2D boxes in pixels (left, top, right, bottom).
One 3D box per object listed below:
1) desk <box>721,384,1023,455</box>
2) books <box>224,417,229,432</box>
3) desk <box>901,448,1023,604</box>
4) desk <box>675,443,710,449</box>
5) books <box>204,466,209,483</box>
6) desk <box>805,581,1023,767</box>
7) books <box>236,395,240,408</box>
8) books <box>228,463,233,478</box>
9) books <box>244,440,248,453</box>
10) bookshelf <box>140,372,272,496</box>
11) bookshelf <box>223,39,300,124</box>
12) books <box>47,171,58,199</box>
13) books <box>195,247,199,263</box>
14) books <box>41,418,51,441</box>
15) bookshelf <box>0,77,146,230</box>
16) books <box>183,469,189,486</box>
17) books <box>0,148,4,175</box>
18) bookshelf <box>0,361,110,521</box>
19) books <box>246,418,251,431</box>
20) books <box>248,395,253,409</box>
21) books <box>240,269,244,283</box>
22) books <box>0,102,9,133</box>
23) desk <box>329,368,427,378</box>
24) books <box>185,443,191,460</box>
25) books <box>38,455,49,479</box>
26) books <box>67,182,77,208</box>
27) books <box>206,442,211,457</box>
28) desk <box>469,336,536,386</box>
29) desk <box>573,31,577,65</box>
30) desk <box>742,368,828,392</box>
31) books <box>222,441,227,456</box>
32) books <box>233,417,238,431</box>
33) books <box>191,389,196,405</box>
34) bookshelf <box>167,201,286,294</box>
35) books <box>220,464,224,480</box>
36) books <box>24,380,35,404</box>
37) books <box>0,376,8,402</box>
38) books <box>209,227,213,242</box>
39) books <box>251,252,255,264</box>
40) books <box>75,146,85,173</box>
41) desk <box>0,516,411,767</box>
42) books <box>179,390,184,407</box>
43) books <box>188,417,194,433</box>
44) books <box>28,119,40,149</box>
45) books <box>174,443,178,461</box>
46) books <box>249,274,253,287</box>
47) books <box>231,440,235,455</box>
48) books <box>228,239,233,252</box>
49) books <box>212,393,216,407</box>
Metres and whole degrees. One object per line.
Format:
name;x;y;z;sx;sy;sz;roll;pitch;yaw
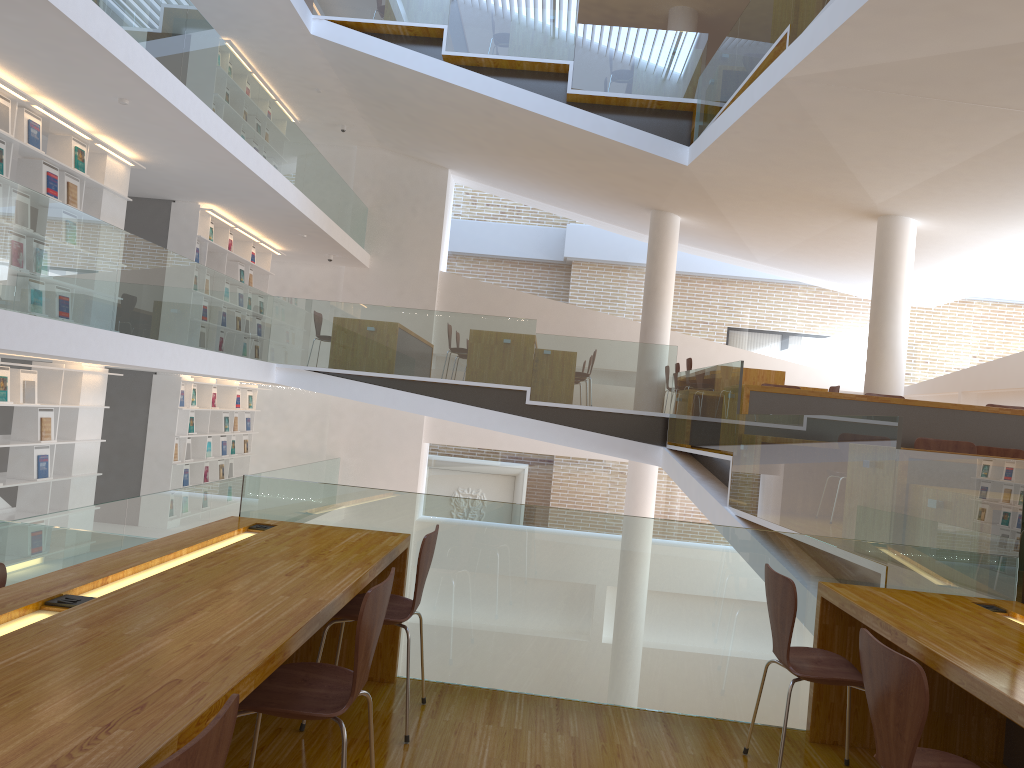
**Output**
desk;3.495;0.663;7.434;3.216;1.022;1.248;5;-2;2
books;-3.945;0.558;12.262;0.037;0.210;0.145;5;-2;2
desk;3.576;0.866;4.449;3.243;0.785;1.527;5;-2;2
desk;3.509;0.525;9.473;3.356;0.606;0.760;5;-2;2
books;-4.030;1.192;11.682;0.037;0.210;0.145;5;-2;2
desk;1.477;1.043;1.834;0.760;0.606;3.185;5;-2;2
books;-3.902;0.258;12.623;0.037;0.210;0.145;5;-2;2
books;-3.991;1.229;12.575;0.037;0.210;0.145;5;-2;2
books;-3.939;0.932;13.140;0.037;0.210;0.145;5;-2;2
bookshelf;-4.021;0.852;11.938;0.498;1.836;2.984;5;-2;2
bookshelf;-3.635;-3.235;12.077;0.498;1.836;2.984;5;-2;2
books;-3.882;-1.673;7.490;0.037;0.210;0.145;5;-2;2
books;-3.814;-1.546;10.716;0.037;0.210;0.145;5;-2;2
books;-4.064;0.398;7.733;0.037;0.210;0.145;5;-2;2
bookshelf;-4.033;-1.390;6.952;0.498;1.836;3.666;5;-2;2
books;-4.053;1.163;11.021;0.037;0.210;0.145;5;-2;2
books;-3.910;-1.699;6.731;0.037;0.210;0.145;5;-2;2
bookshelf;-4.277;0.656;6.885;0.397;1.836;3.666;5;-2;2
books;-3.908;0.608;13.148;0.037;0.210;0.145;5;-2;2
books;-3.880;0.273;13.159;0.037;0.210;0.145;5;-2;2
books;-3.753;-1.483;12.332;0.037;0.210;0.145;5;-2;2
books;-3.879;-2.027;6.749;0.037;0.210;0.145;5;-2;2
desk;-1.649;-0.380;11.823;0.760;0.606;3.194;5;-2;2
books;-4.024;0.844;11.007;0.037;0.210;0.145;5;-2;2
books;-4.091;0.725;7.738;0.037;0.210;0.145;5;-2;2
books;-3.870;-1.658;7.806;0.037;0.210;0.145;5;-2;2
books;-3.999;0.865;11.693;0.037;0.210;0.145;5;-2;2
desk;0.167;-0.136;11.740;1.248;0.757;3.196;5;-2;2
desk;0.420;-3.971;11.839;0.760;0.606;3.196;5;-2;2
desk;3.009;0.283;11.675;1.247;0.762;3.194;5;-2;2
books;-3.974;0.893;12.251;0.037;0.210;0.145;5;-2;2
books;-3.931;0.571;12.612;0.037;0.210;0.145;5;-2;2
books;-3.963;0.161;11.022;0.037;0.210;0.145;5;-2;2
bookshelf;-3.827;-1.199;12.008;0.498;1.836;2.984;5;-2;2
books;-4.004;1.217;12.243;0.037;0.210;0.145;5;-2;2
books;-4.045;0.078;7.434;0.037;0.210;0.145;5;-2;2
books;-4.058;0.044;7.046;0.037;0.210;0.145;5;-2;2
books;-3.771;-1.860;11.099;0.037;0.210;0.145;5;-2;2
books;-3.709;-1.783;12.692;0.037;0.210;0.145;5;-2;2
books;-3.834;-1.985;7.868;0.037;0.210;0.145;5;-2;2
desk;-1.164;0.961;2.133;1.285;0.918;3.236;5;-2;2
books;-3.977;0.181;10.665;0.037;0.210;0.145;5;-2;2
books;-3.992;0.515;11.034;0.037;0.210;0.145;5;-2;2
books;-3.862;-2.013;7.168;0.037;0.210;0.145;5;-2;2
books;-4.041;0.820;10.626;0.037;0.210;0.145;5;-2;2
books;-3.739;-1.470;12.682;0.037;0.210;0.145;5;-2;2
books;-3.961;0.906;12.586;0.037;0.210;0.145;5;-2;2
books;-3.745;-1.818;11.785;0.037;0.210;0.145;5;-2;2
books;-3.938;0.224;11.715;0.037;0.210;0.145;5;-2;2
